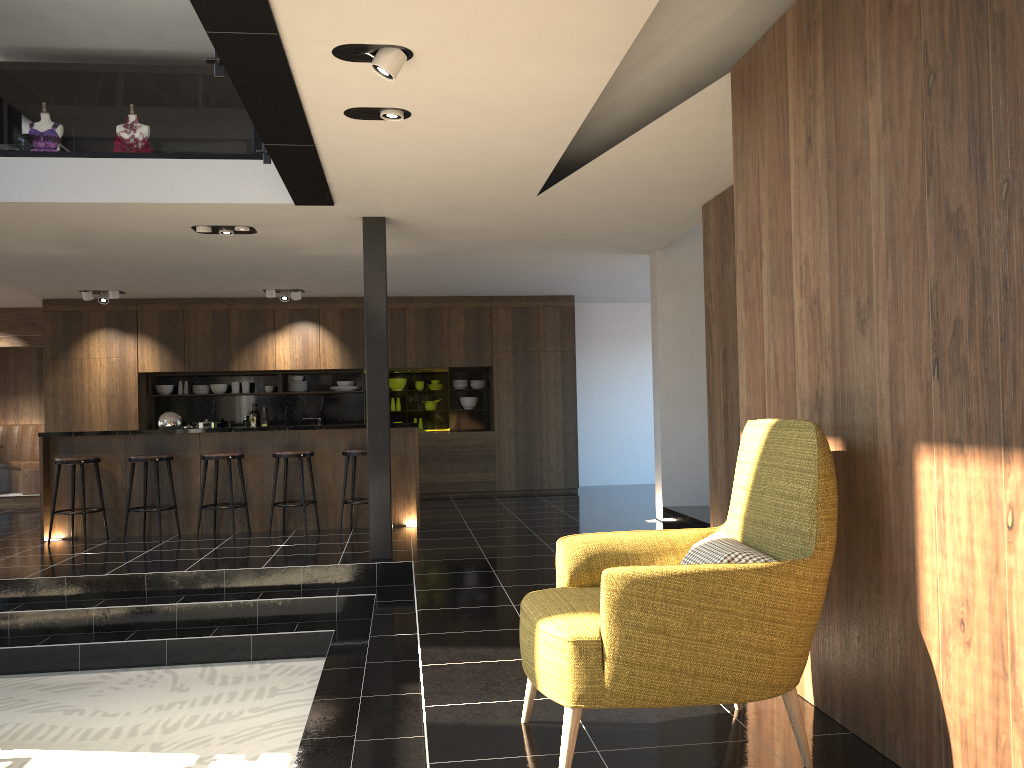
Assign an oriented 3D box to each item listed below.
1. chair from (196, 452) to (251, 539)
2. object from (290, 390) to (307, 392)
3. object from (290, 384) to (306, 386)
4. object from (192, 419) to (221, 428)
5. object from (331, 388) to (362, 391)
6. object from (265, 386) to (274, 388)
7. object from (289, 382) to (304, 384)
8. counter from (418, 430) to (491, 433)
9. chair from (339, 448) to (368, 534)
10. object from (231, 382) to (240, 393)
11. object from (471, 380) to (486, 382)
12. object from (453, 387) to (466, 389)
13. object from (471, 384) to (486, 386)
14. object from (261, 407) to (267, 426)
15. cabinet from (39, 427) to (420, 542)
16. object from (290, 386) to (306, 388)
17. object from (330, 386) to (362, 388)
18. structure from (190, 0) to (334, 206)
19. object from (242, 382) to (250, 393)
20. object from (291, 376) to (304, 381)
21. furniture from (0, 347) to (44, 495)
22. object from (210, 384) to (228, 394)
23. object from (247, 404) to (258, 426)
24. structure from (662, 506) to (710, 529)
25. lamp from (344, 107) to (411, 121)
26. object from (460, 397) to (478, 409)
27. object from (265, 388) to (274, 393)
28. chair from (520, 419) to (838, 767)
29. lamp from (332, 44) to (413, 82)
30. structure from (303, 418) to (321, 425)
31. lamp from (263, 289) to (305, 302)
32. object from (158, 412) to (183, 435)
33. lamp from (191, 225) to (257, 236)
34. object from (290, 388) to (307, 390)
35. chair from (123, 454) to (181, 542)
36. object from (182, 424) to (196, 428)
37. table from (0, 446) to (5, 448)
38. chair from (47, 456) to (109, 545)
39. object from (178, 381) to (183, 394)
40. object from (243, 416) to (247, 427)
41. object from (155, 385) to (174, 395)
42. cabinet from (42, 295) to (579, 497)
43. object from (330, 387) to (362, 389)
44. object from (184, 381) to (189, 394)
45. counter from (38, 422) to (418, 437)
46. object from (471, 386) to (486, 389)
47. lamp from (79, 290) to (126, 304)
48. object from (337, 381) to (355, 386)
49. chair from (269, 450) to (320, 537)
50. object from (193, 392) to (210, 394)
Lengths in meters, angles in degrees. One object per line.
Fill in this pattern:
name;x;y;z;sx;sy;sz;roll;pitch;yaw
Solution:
chair;-2.761;1.063;8.486;0.412;0.799;0.412;-1;-1;2
object;-2.974;0.106;12.318;0.269;0.024;0.269;-2;-2;31
object;-2.976;0.023;12.319;0.269;0.024;0.269;-2;-2;31
object;-4.052;0.573;11.772;0.278;0.218;0.300;-2;-1;26
object;-2.305;0.084;12.334;0.438;0.039;0.438;-2;-2;29
object;-3.338;0.064;12.203;0.122;0.072;0.122;-2;-1;18
object;-2.976;-0.004;12.320;0.269;0.024;0.269;-2;-2;31
counter;-2.571;0.697;12.127;4.591;0.005;0.863;-1;-2;-7
chair;-1.451;1.037;8.650;0.412;0.799;0.412;-1;-1;2
object;-3.778;0.052;12.125;0.109;0.161;0.109;-1;-1;-25
object;-0.482;-0.030;12.551;0.220;0.033;0.220;-1;-2;-24
object;-0.732;0.056;12.519;0.220;0.033;0.220;-1;-2;3
object;-0.481;0.026;12.551;0.220;0.033;0.220;-1;-2;-24
object;-3.430;0.521;12.275;0.077;0.395;0.077;-2;-1;35
cabinet;-2.735;0.975;8.940;3.564;0.994;0.698;-1;-1;-7
object;-2.975;0.051;12.319;0.269;0.024;0.269;-2;-2;31
object;-2.305;0.057;12.334;0.438;0.039;0.438;-2;-2;29
structure;-2.252;-0.199;2.695;3.447;4.867;7.282;-1;-1;-8
object;-3.645;0.049;12.141;0.109;0.161;0.109;-1;-1;5
object;-2.981;-0.064;12.320;0.168;0.087;0.168;-2;-1;13
furniture;-7.457;0.390;12.682;2.638;2.334;1.175;-1;-1;-8
object;-4.003;0.075;12.120;0.234;0.138;0.234;-2;-1;13
object;-3.587;0.496;12.248;0.133;0.451;0.116;-1;-1;-7
structure;2.846;-0.255;5.628;1.964;3.017;6.664;-1;-1;-7
lamp;-0.695;-1.450;4.576;0.346;0.158;0.195;-1;-1;-7
object;-0.609;0.275;12.540;0.264;0.170;0.264;0;-2;-32
object;-3.338;0.089;12.202;0.122;0.072;0.122;-2;-1;18
chair;0.541;0.679;3.029;1.030;1.097;0.808;-1;-1;-8
lamp;-0.597;-1.430;3.806;0.346;0.247;0.195;-1;-1;-7
structure;-2.702;0.578;11.972;0.242;0.231;0.174;-1;-1;-7
lamp;-2.844;-1.173;11.067;0.501;0.280;0.349;-1;-1;-7
object;-3.348;0.385;8.687;0.227;0.228;0.227;-2;-2;43
lamp;-2.380;-1.332;7.345;0.501;0.194;0.349;-1;-1;-7
object;-2.975;0.078;12.319;0.269;0.024;0.269;-2;-2;31
chair;-3.416;1.076;8.404;0.412;0.799;0.412;-1;-1;2
object;-4.321;0.610;11.855;0.195;0.143;0.210;-2;-2;41
table;-7.376;1.189;12.210;0.702;0.643;0.702;-1;-1;-32
chair;-4.071;1.088;8.322;0.412;0.799;0.412;-1;-1;2
object;-4.508;0.053;12.057;0.060;0.185;0.060;-2;-1;24
object;-3.684;0.580;12.230;0.058;0.287;0.058;-1;-1;6
object;-4.711;0.087;12.031;0.234;0.138;0.234;-1;-1;-4
cabinet;-2.585;0.211;12.129;6.892;2.689;0.869;-1;-1;-7
object;-2.305;0.072;12.334;0.438;0.039;0.438;-2;-2;29
object;-4.432;0.052;12.066;0.060;0.185;0.060;-1;-1;-39
counter;-2.749;0.456;8.947;3.573;0.041;0.698;-1;-2;-7
object;-0.480;0.051;12.550;0.220;0.033;0.220;-1;-2;-24
lamp;-4.985;-1.124;10.800;0.501;0.294;0.349;-1;-1;-7
object;-2.309;0.010;12.336;0.254;0.088;0.254;-2;-2;18
chair;-2.106;1.050;8.568;0.412;0.799;0.412;-1;-1;2
object;-4.232;0.130;12.081;0.220;0.033;0.220;-1;-2;-11
